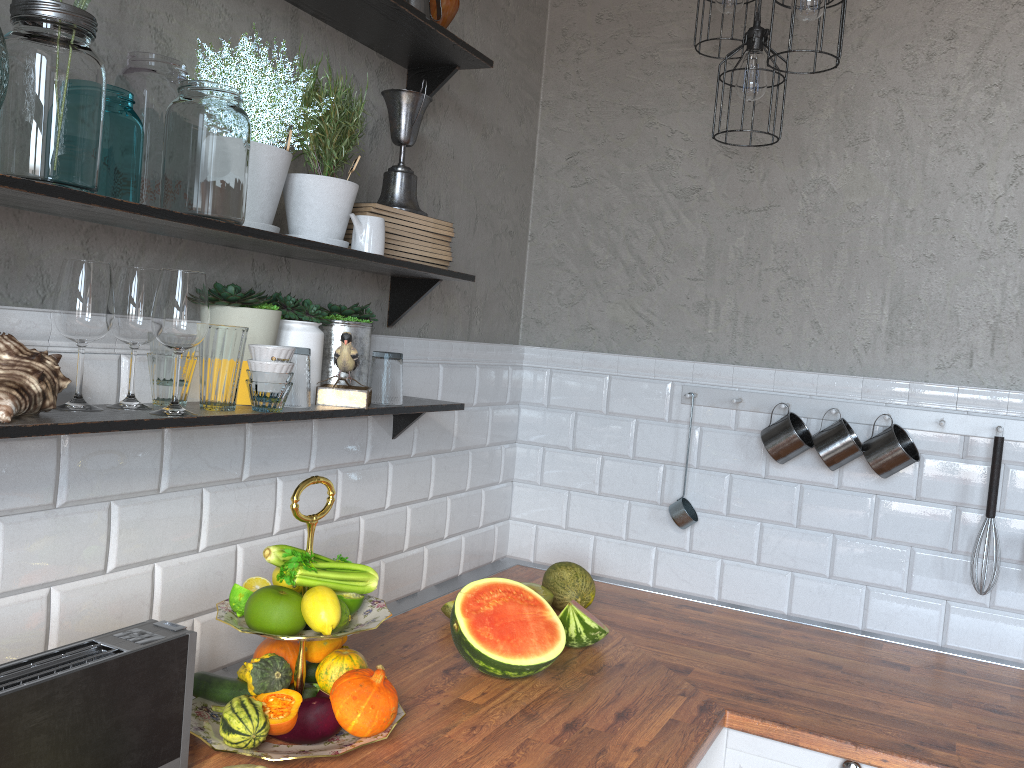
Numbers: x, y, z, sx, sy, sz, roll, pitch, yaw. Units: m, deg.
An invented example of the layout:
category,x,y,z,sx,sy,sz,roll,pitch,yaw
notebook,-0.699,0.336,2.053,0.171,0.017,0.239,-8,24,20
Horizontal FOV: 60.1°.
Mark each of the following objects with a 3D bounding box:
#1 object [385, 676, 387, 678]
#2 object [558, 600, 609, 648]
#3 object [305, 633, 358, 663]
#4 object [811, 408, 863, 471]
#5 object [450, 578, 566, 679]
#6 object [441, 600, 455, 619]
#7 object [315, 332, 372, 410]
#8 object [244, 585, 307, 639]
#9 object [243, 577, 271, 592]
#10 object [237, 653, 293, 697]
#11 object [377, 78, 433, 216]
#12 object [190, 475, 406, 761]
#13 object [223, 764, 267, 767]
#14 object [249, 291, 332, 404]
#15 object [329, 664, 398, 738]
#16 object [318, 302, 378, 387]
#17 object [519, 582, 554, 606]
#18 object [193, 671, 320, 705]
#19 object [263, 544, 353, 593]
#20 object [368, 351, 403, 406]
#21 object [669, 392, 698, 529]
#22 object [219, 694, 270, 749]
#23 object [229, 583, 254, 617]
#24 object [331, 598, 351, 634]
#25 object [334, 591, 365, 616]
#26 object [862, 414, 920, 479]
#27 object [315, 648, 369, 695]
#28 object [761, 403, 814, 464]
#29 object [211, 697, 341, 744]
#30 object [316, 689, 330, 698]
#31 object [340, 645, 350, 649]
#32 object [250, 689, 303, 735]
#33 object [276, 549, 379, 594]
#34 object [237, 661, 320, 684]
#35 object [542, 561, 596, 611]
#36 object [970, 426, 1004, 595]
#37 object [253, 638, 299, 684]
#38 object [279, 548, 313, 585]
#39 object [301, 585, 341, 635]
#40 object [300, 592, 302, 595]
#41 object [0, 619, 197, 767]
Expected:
category,x,y,z,sx,sy,sz,roll,pitch,yaw
object,-0.263,0.542,1.559,0.091,0.051,0.067,4,3,-17
object,0.150,0.531,2.018,0.147,0.127,0.225,5,3,9
object,-0.330,0.460,1.586,0.059,0.056,0.128,6,3,19
object,0.838,0.144,2.271,0.134,0.161,0.110,6,3,28
object,-0.011,0.504,1.803,0.241,0.174,0.213,3,4,-42
object,-0.102,0.534,2.113,0.101,0.067,0.203,7,3,33
object,-0.328,-0.030,1.759,0.101,0.147,0.118,5,3,-6
object,-0.379,0.367,1.428,0.100,0.078,0.096,6,3,13
object,-0.440,0.356,1.525,0.048,0.041,0.044,4,3,-22
object,-0.426,0.484,1.508,0.080,0.076,0.151,3,4,-38
object,-0.239,-0.511,1.935,0.130,0.287,0.131,6,3,11
object,-0.345,0.364,1.483,0.349,0.425,0.354,6,3,11
object,-0.358,0.550,1.133,0.186,0.083,0.200,6,3,26
object,-0.437,-0.073,1.726,0.177,0.214,0.144,3,3,-34
object,-0.242,0.514,1.448,0.112,0.110,0.112,5,3,-7
object,-0.369,-0.073,1.880,0.150,0.213,0.161,6,3,23
object,0.038,0.540,2.181,0.121,0.073,0.198,5,3,-10
object,-0.439,0.528,1.519,0.240,0.048,0.061,5,3,-3
object,-0.359,0.314,1.537,0.184,0.096,0.086,2,4,-44
object,-0.263,-0.013,1.851,0.077,0.108,0.079,6,3,19
object,0.487,0.213,2.443,0.081,0.378,0.078,6,3,26
object,-0.428,0.524,1.397,0.078,0.072,0.148,3,3,-35
object,-0.439,0.356,1.469,0.060,0.054,0.059,3,4,-39
object,-0.301,0.379,1.454,0.065,0.061,0.064,6,3,26
object,-0.306,0.377,1.519,0.101,0.062,0.075,5,3,-2
object,0.947,0.157,2.210,0.134,0.161,0.111,8,4,43
object,-0.289,0.495,1.515,0.091,0.078,0.086,3,3,-38
object,0.724,0.131,2.324,0.134,0.161,0.110,7,3,38
object,-0.386,0.538,1.439,0.228,0.076,0.070,5,3,7
object,-0.301,0.548,1.498,0.073,0.065,0.067,2,4,-43
object,-0.311,0.467,1.607,0.062,0.120,0.123,3,4,-40
object,-0.378,0.530,1.418,0.087,0.057,0.086,3,3,-32
object,-0.311,0.311,1.482,0.066,0.101,0.215,7,3,33
object,-0.378,0.520,1.594,0.221,0.044,0.053,4,3,-27
object,0.147,0.521,2.283,0.133,0.119,0.202,5,3,-11
object,1.251,0.327,2.042,0.323,0.443,0.082,6,3,26
object,-0.404,0.474,1.533,0.085,0.093,0.086,6,3,22
object,-0.343,0.290,1.423,0.051,0.058,0.073,5,3,3
object,-0.305,0.358,1.409,0.060,0.069,0.077,2,4,-45
object,-0.357,0.362,1.560,0.064,0.060,0.063,6,3,13
object,-0.576,0.459,1.125,0.086,0.226,0.357,6,3,26
